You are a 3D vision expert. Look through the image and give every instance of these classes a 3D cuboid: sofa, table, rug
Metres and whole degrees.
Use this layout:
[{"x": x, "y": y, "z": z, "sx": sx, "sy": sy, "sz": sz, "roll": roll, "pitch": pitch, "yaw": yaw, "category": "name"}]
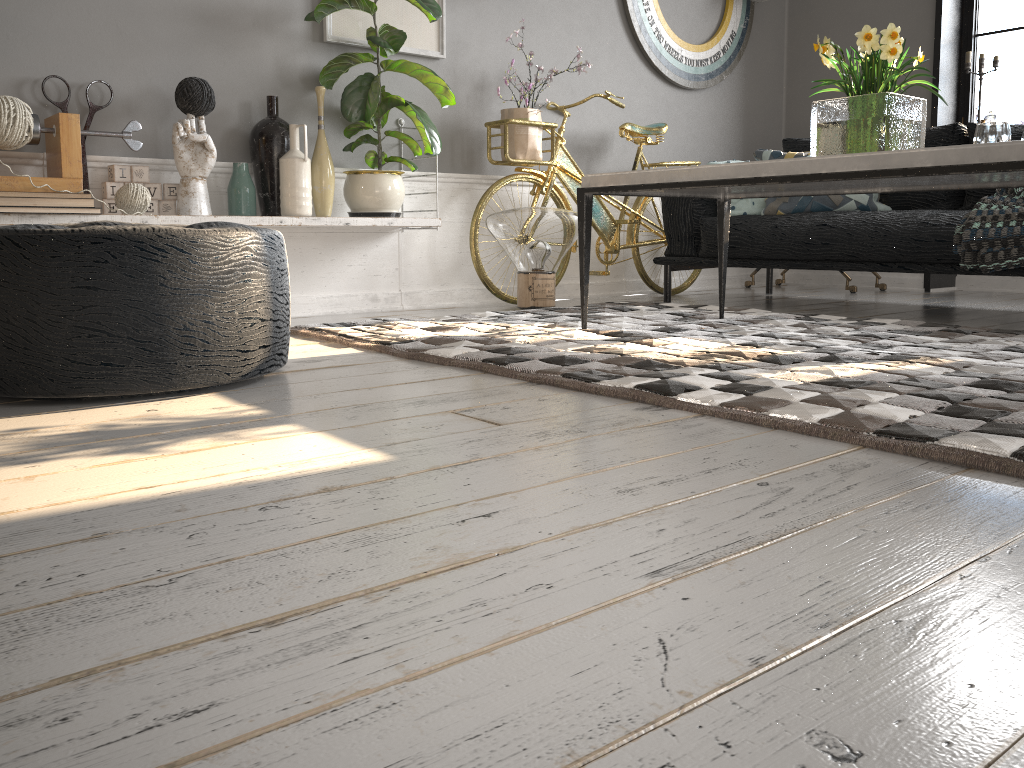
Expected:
[{"x": 1.737, "y": -0.680, "z": 3.605, "sx": 0.973, "sy": 0.791, "sz": 2.352, "roll": -7, "pitch": 11, "yaw": -39, "category": "sofa"}, {"x": 1.751, "y": -0.885, "z": 5.113, "sx": 0.340, "sy": 0.674, "sz": 0.746, "roll": -5, "pitch": 9, "yaw": -39, "category": "table"}, {"x": 0.682, "y": -0.121, "z": 2.547, "sx": 1.776, "sy": 0.034, "sz": 2.539, "roll": -8, "pitch": 12, "yaw": -38, "category": "rug"}, {"x": 0.946, "y": -0.346, "z": 2.448, "sx": 0.734, "sy": 0.507, "sz": 1.463, "roll": -7, "pitch": 11, "yaw": -39, "category": "table"}]

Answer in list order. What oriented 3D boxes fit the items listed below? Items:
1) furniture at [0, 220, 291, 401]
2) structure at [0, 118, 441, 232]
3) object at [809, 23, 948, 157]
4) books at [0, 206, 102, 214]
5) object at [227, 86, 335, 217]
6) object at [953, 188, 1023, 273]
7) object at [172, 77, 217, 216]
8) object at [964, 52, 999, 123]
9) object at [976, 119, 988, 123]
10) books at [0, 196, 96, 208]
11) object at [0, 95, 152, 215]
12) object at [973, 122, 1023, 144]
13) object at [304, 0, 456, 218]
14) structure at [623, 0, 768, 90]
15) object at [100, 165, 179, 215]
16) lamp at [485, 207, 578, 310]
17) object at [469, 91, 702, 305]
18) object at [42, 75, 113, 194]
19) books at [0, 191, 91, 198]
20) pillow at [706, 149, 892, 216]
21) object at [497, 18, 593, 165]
[{"x": -0.883, "y": -0.191, "z": 2.014, "sx": 0.737, "sy": 0.354, "sz": 0.739, "roll": 7, "pitch": 11, "yaw": 37, "category": "furniture"}, {"x": -1.445, "y": -0.730, "z": 2.839, "sx": 2.785, "sy": 0.483, "sz": 0.309, "roll": -8, "pitch": 10, "yaw": -39, "category": "structure"}, {"x": 0.967, "y": -0.775, "z": 2.415, "sx": 0.326, "sy": 0.348, "sz": 0.353, "roll": -6, "pitch": 10, "yaw": -37, "category": "object"}, {"x": -1.523, "y": -0.538, "z": 2.755, "sx": 0.370, "sy": 0.021, "sz": 0.297, "roll": -10, "pitch": 13, "yaw": -44, "category": "books"}, {"x": -0.854, "y": -0.863, "z": 3.276, "sx": 0.332, "sy": 0.485, "sz": 0.288, "roll": 1, "pitch": 7, "yaw": 11, "category": "object"}, {"x": 1.893, "y": -0.548, "z": 2.957, "sx": 0.492, "sy": 0.326, "sz": 0.669, "roll": -8, "pitch": 12, "yaw": -43, "category": "object"}, {"x": -1.108, "y": -0.827, "z": 3.090, "sx": 0.155, "sy": 0.480, "sz": 0.137, "roll": -5, "pitch": 8, "yaw": -39, "category": "object"}, {"x": 2.475, "y": -1.522, "z": 4.713, "sx": 0.145, "sy": 0.486, "sz": 0.163, "roll": -1, "pitch": 6, "yaw": -3, "category": "object"}, {"x": 2.537, "y": -1.365, "z": 4.781, "sx": 0.085, "sy": 0.150, "sz": 0.085, "roll": -5, "pitch": 8, "yaw": -35, "category": "object"}, {"x": -1.529, "y": -0.560, "z": 2.741, "sx": 0.385, "sy": 0.029, "sz": 0.261, "roll": -8, "pitch": 12, "yaw": -38, "category": "books"}, {"x": -1.441, "y": -0.752, "z": 2.802, "sx": 0.547, "sy": 0.437, "sz": 0.239, "roll": -7, "pitch": 9, "yaw": -39, "category": "object"}, {"x": 1.299, "y": -0.607, "z": 2.226, "sx": 0.246, "sy": 0.087, "sz": 0.281, "roll": 5, "pitch": 11, "yaw": 28, "category": "object"}, {"x": -0.507, "y": -1.231, "z": 3.482, "sx": 0.567, "sy": 1.142, "sz": 0.419, "roll": 0, "pitch": 6, "yaw": 0, "category": "object"}, {"x": 0.729, "y": -2.053, "z": 4.518, "sx": 2.029, "sy": 0.948, "sz": 0.268, "roll": -7, "pitch": 9, "yaw": -39, "category": "structure"}, {"x": -1.288, "y": -0.670, "z": 3.079, "sx": 0.265, "sy": 0.172, "sz": 0.079, "roll": -6, "pitch": 8, "yaw": -33, "category": "object"}, {"x": 0.104, "y": -0.538, "z": 3.797, "sx": 0.432, "sy": 0.434, "sz": 0.436, "roll": -1, "pitch": 8, "yaw": -8, "category": "lamp"}, {"x": 0.463, "y": -0.893, "z": 4.327, "sx": 0.428, "sy": 0.962, "sz": 1.634, "roll": 6, "pitch": 10, "yaw": 42, "category": "object"}, {"x": -1.451, "y": -0.796, "z": 2.980, "sx": 0.222, "sy": 0.460, "sz": 0.019, "roll": -6, "pitch": 8, "yaw": -39, "category": "object"}, {"x": -1.538, "y": -0.584, "z": 2.745, "sx": 0.380, "sy": 0.017, "sz": 0.230, "roll": -9, "pitch": 13, "yaw": -41, "category": "books"}, {"x": 1.302, "y": -0.931, "z": 4.033, "sx": 0.800, "sy": 0.359, "sz": 0.446, "roll": 6, "pitch": 10, "yaw": 33, "category": "pillow"}, {"x": 0.164, "y": -1.319, "z": 4.009, "sx": 0.488, "sy": 0.636, "sz": 0.255, "roll": -3, "pitch": 7, "yaw": -21, "category": "object"}]
